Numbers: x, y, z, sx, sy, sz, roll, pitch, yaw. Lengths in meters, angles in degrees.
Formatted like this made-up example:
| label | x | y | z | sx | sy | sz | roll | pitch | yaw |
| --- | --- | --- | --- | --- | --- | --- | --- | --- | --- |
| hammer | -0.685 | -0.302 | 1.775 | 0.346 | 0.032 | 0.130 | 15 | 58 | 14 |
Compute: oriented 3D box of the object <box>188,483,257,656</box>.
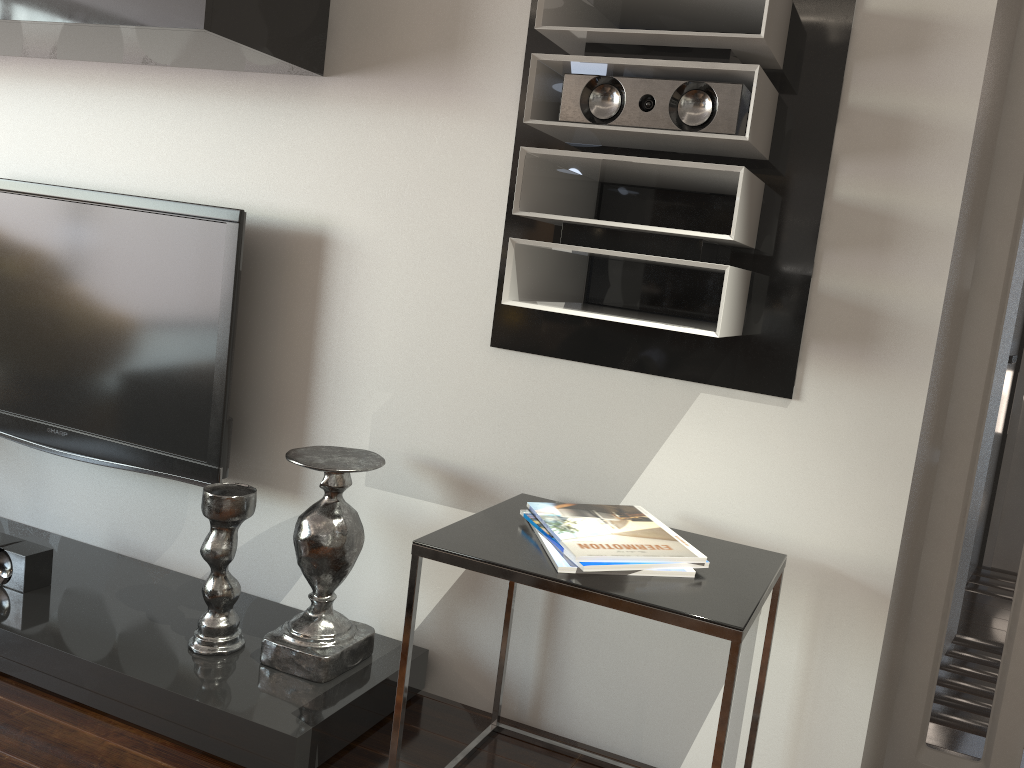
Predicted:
| label | x | y | z | sx | sy | sz | roll | pitch | yaw |
| --- | --- | --- | --- | --- | --- | --- | --- | --- | --- |
| object | -0.659 | 0.420 | 2.011 | 0.119 | 0.370 | 0.126 | 9 | 7 | 17 |

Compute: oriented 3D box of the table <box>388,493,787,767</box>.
| label | x | y | z | sx | sy | sz | roll | pitch | yaw |
| --- | --- | --- | --- | --- | --- | --- | --- | --- | --- |
| table | 0.157 | 0.589 | 1.707 | 0.580 | 0.561 | 0.468 | 10 | 8 | 22 |

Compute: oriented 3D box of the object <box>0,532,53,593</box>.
| label | x | y | z | sx | sy | sz | roll | pitch | yaw |
| --- | --- | --- | --- | --- | --- | --- | --- | --- | --- |
| object | -1.337 | 0.434 | 2.245 | 0.348 | 0.094 | 0.075 | 11 | 8 | 20 |

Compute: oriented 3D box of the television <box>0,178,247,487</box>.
| label | x | y | z | sx | sy | sz | roll | pitch | yaw |
| --- | --- | --- | --- | --- | --- | --- | --- | --- | --- |
| television | -1.145 | -0.162 | 2.379 | 1.064 | 0.712 | 0.150 | 10 | 7 | 20 |

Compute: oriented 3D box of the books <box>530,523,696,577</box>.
| label | x | y | z | sx | sy | sz | roll | pitch | yaw |
| --- | --- | --- | --- | --- | --- | --- | --- | --- | --- |
| books | 0.177 | 0.303 | 1.686 | 0.259 | 0.011 | 0.311 | 6 | 8 | -13 |

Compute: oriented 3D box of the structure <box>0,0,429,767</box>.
| label | x | y | z | sx | sy | sz | roll | pitch | yaw |
| --- | --- | --- | --- | --- | --- | --- | --- | --- | --- |
| structure | -1.504 | -0.345 | 2.310 | 2.787 | 1.761 | 0.498 | 10 | 7 | 20 |

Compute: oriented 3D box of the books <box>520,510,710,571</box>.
| label | x | y | z | sx | sy | sz | roll | pitch | yaw |
| --- | --- | --- | --- | --- | --- | --- | --- | --- | --- |
| books | 0.188 | 0.294 | 1.687 | 0.263 | 0.011 | 0.307 | 4 | 9 | -23 |

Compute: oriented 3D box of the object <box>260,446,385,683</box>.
| label | x | y | z | sx | sy | sz | roll | pitch | yaw |
| --- | --- | --- | --- | --- | --- | --- | --- | --- | --- |
| object | -0.422 | 0.397 | 2.009 | 0.212 | 0.480 | 0.227 | 9 | 7 | 16 |

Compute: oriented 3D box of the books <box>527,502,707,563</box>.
| label | x | y | z | sx | sy | sz | roll | pitch | yaw |
| --- | --- | --- | --- | --- | --- | --- | --- | --- | --- |
| books | 0.192 | 0.282 | 1.694 | 0.261 | 0.011 | 0.309 | 5 | 8 | -18 |

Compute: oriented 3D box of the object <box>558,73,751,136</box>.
| label | x | y | z | sx | sy | sz | roll | pitch | yaw |
| --- | --- | --- | --- | --- | --- | --- | --- | --- | --- |
| object | 0.273 | -0.537 | 1.709 | 0.348 | 0.094 | 0.075 | 11 | 8 | 20 |
